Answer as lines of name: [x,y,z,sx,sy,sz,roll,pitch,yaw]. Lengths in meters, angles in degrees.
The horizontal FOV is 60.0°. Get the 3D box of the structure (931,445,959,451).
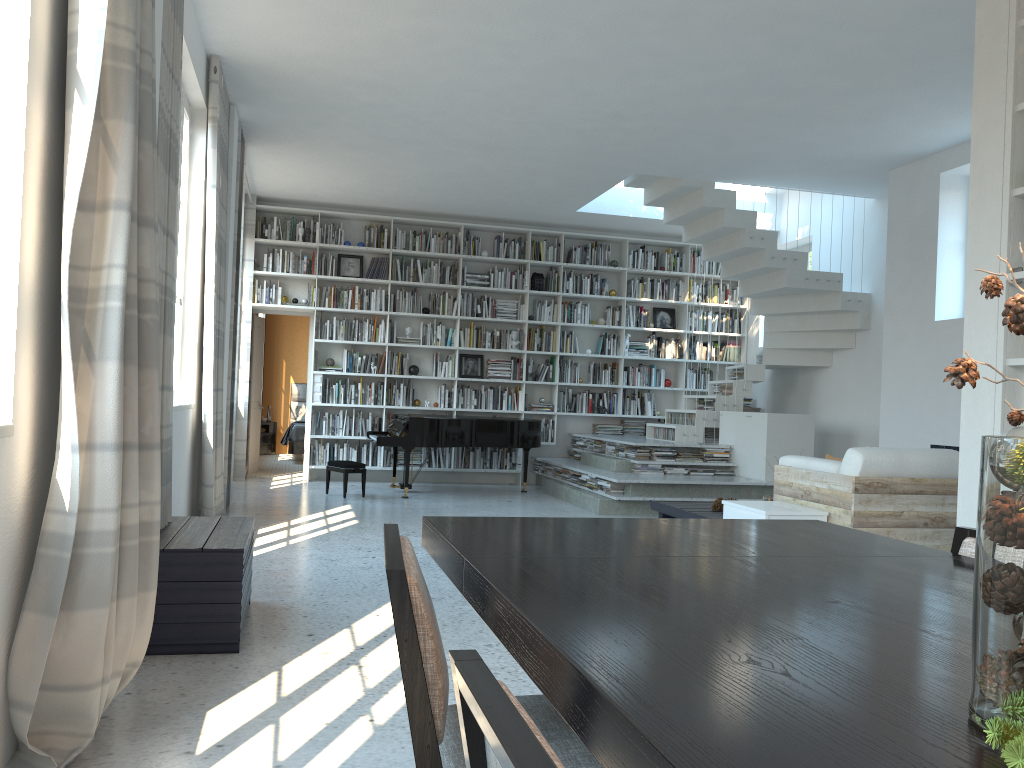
structure: [3.912,0.799,6.842,0.735,0.584,1.210,3,-1,-17]

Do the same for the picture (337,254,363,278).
picture: [-1.922,-1.388,10.533,0.300,0.300,0.077,3,0,-14]

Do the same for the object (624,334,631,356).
object: [1.439,-0.487,11.127,0.087,0.288,0.075,2,0,21]

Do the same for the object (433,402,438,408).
object: [-0.916,0.252,10.676,0.061,0.062,0.061,2,-1,35]

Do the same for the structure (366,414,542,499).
structure: [-0.574,0.773,9.664,1.918,0.833,1.334,3,-1,-14]

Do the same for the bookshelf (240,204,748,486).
bookshelf: [-0.071,-0.322,10.869,6.297,3.142,0.330,3,0,-14]

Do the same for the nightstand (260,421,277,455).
nightstand: [-4.135,0.864,14.299,0.650,0.518,0.430,3,-1,-11]

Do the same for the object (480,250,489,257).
object: [-0.338,-1.579,10.820,0.105,0.106,0.104,3,-1,-36]

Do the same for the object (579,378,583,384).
object: [0.853,-0.037,11.138,0.071,0.072,0.071,2,-1,35]

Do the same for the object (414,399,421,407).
object: [-1.143,0.227,10.665,0.091,0.092,0.091,3,-1,-36]

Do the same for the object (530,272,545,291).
object: [0.315,-1.255,10.947,0.135,0.248,0.135,3,-1,-24]

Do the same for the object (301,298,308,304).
object: [-2.415,-0.960,10.327,0.071,0.072,0.071,3,-1,-36]

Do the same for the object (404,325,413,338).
object: [-1.245,-0.628,10.648,0.095,0.157,0.121,2,-1,0]

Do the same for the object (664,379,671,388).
object: [1.992,-0.007,11.402,0.115,0.116,0.115,3,-1,-36]

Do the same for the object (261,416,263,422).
object: [-4.079,0.556,14.350,0.106,0.103,0.106,2,-1,-6]

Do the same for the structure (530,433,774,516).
structure: [1.878,0.972,9.946,2.899,0.659,3.112,3,-1,-14]

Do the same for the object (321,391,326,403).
object: [-2.183,0.152,10.280,0.045,0.146,0.045,2,0,25]

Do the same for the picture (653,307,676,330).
picture: [1.975,-0.836,11.480,0.300,0.300,0.077,3,0,-14]

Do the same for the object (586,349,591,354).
object: [0.960,-0.402,11.127,0.071,0.072,0.071,2,-1,35]

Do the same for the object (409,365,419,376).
object: [-1.179,-0.162,10.644,0.133,0.135,0.134,2,-1,35]

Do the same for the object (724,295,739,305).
object: [2.853,-1.085,11.501,0.203,0.137,0.095,2,-1,2]

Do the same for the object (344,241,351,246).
object: [-1.938,-1.642,10.443,0.082,0.083,0.082,3,-1,-36]

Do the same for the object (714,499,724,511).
object: [1.696,0.995,7.277,0.110,0.101,0.114,3,-1,-31]

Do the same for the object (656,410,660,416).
object: [1.869,0.376,11.397,0.071,0.072,0.071,2,-1,35]

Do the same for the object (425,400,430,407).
object: [-1.011,0.232,10.629,0.060,0.095,0.078,2,-1,3]

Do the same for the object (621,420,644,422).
object: [1.539,0.473,11.329,0.254,0.006,0.161,3,-1,-13]

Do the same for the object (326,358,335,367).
object: [-2.133,-0.250,10.413,0.105,0.106,0.105,3,-1,-36]

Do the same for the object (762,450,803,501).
object: [2.179,0.780,7.136,0.309,0.522,0.435,2,-1,17]

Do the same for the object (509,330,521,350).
object: [0.031,-0.530,10.815,0.138,0.244,0.137,2,-1,42]

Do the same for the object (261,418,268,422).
object: [-3.991,0.580,14.253,0.118,0.061,0.118,2,-1,-6]

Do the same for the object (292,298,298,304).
object: [-2.523,-0.964,10.322,0.071,0.072,0.071,3,-1,-36]

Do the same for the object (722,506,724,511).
object: [1.719,0.998,7.063,0.081,0.083,0.098,2,-1,-9]

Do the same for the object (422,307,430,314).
object: [-1.038,-0.873,10.657,0.097,0.098,0.097,2,-1,35]

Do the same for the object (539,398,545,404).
object: [0.371,0.204,10.936,0.071,0.072,0.071,2,-1,35]

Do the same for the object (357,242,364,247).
object: [-1.785,-1.635,10.480,0.082,0.083,0.082,3,-1,-36]

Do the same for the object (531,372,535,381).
object: [0.257,-0.088,10.846,0.054,0.113,0.079,2,-1,-15]

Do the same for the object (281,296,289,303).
object: [-2.624,-0.978,10.247,0.086,0.088,0.087,2,-1,35]

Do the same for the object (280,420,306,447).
object: [-2.799,0.696,13.673,1.481,0.540,1.450,3,-1,-14]

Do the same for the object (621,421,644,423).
object: [1.538,0.483,11.331,0.254,0.006,0.161,3,-1,-14]

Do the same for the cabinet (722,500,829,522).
cabinet: [1.466,0.932,5.013,0.380,0.487,0.502,3,-1,-14]

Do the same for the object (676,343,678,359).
object: [2.113,-0.417,11.452,0.022,0.211,0.179,2,-1,-14]

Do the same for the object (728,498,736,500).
object: [1.842,0.997,7.380,0.097,0.102,0.099,3,-1,-43]

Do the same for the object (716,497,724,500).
object: [1.729,0.984,7.354,0.090,0.106,0.097,2,-1,8]

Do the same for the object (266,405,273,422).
object: [-3.936,0.481,14.368,0.091,0.268,0.091,2,-1,32]

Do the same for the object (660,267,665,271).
object: [1.919,-1.461,11.312,0.071,0.072,0.071,2,-1,35]

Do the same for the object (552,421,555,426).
object: [0.503,0.591,10.990,0.011,0.260,0.142,2,-1,-14]

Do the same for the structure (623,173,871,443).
structure: [2.170,-0.718,9.619,2.614,3.382,1.954,3,-1,-14]

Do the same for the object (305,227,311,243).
object: [-2.353,-1.708,10.228,0.067,0.198,0.067,2,-1,29]

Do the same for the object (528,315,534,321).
object: [0.235,-0.809,10.900,0.071,0.072,0.071,2,-1,35]

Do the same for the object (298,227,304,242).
object: [-2.432,-1.711,10.209,0.067,0.198,0.067,2,-1,29]

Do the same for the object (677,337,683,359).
object: [2.145,-0.454,11.318,0.087,0.288,0.075,2,0,21]

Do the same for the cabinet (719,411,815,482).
cabinet: [2.592,0.631,9.159,0.551,0.668,0.993,3,-1,-14]

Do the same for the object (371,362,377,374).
object: [-1.622,-0.187,10.394,0.082,0.140,0.044,3,-1,-30]

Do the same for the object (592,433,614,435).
object: [1.207,0.637,11.238,0.346,0.007,0.193,3,-1,-19]

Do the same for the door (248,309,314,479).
door: [-2.889,0.125,10.820,0.834,1.980,0.786,2,-1,-14]

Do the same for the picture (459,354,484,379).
picture: [-0.498,-0.215,10.882,0.300,0.300,0.077,3,0,-14]

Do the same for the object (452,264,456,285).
object: [-0.690,-1.305,10.635,0.075,0.254,0.075,3,-1,-35]

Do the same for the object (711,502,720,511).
object: [1.658,1.001,7.211,0.082,0.085,0.082,2,-1,1]
